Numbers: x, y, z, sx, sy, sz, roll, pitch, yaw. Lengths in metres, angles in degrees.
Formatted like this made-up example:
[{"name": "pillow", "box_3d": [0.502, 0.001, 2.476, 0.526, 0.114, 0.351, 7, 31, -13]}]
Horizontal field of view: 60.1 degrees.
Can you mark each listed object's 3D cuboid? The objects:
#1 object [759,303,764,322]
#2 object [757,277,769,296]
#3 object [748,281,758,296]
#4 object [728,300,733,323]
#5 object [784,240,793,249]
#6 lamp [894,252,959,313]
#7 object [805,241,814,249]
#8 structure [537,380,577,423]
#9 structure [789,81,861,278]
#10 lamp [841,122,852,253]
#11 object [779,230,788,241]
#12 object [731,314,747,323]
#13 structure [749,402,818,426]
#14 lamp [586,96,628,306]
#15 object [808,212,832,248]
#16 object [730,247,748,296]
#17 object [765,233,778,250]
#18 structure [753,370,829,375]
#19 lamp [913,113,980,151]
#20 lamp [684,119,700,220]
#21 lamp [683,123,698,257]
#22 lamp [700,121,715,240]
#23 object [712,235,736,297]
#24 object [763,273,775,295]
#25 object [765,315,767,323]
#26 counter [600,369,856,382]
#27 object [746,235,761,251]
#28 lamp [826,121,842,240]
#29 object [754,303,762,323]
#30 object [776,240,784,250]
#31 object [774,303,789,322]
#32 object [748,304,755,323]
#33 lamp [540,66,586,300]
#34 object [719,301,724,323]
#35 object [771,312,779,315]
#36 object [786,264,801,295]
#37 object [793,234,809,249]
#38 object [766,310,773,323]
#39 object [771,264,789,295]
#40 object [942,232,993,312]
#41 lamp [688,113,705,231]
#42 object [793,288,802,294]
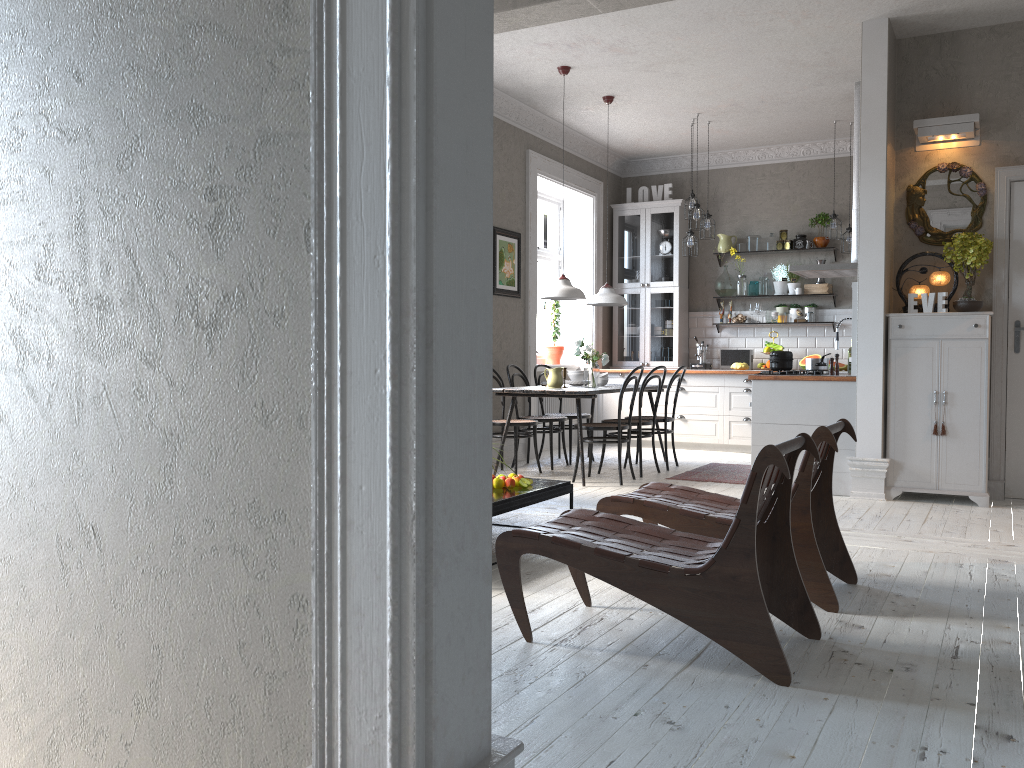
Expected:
[{"name": "object", "box_3d": [2.748, -0.783, 9.819, 0.081, 0.217, 0.082, 1, 2, 14]}, {"name": "object", "box_3d": [2.761, -1.070, 9.727, 0.127, 0.206, 0.122, -1, 2, -39]}, {"name": "object", "box_3d": [2.697, -1.058, 9.864, 0.123, 0.172, 0.128, 1, 2, 32]}, {"name": "object", "box_3d": [2.459, -0.809, 9.957, 0.062, 0.264, 0.052, -1, 2, -26]}, {"name": "object", "box_3d": [3.004, -1.504, 9.623, 0.081, 0.113, 0.084, 2, 2, 38]}, {"name": "lamp", "box_3d": [2.920, -0.652, 6.243, 0.440, 0.558, 0.175, 1, 2, 36]}, {"name": "object", "box_3d": [3.185, -1.490, 9.473, 0.092, 0.096, 0.076, 1, 2, 29]}, {"name": "structure", "box_3d": [0.430, 0.183, 9.446, 0.146, 0.428, 1.244, 1, 2, 27]}, {"name": "structure", "box_3d": [2.827, -1.749, 7.619, 0.700, 1.595, 0.724, 1, 2, 28]}, {"name": "lamp", "box_3d": [3.330, -2.163, 8.716, 0.147, 1.735, 0.146, 0, 2, 0]}, {"name": "object", "box_3d": [2.954, -1.616, 9.636, 0.082, 0.113, 0.083, 0, 2, 8]}, {"name": "object", "box_3d": [2.536, -0.731, 9.890, 0.176, 0.111, 0.096, 0, 2, 5]}, {"name": "structure", "box_3d": [2.194, 0.277, 6.798, 0.607, 0.623, 0.633, 1, 2, 28]}, {"name": "lamp", "box_3d": [0.856, -1.635, 7.935, 0.372, 1.858, 0.387, 1, 2, 36]}, {"name": "object", "box_3d": [3.317, -1.640, 9.459, 0.246, 0.397, 0.255, -1, 2, -37]}, {"name": "object", "box_3d": [2.504, -1.243, 9.795, 0.189, 0.540, 0.284, 1, 2, 20]}, {"name": "object", "box_3d": [2.876, -1.562, 9.810, 0.141, 0.220, 0.138, 0, 2, -12]}, {"name": "structure", "box_3d": [2.175, -0.088, 6.804, 0.487, 0.031, 0.616, 1, 2, 28]}, {"name": "lamp", "box_3d": [3.044, -1.759, 6.204, 0.408, 0.171, 0.223, 1, 2, 28]}, {"name": "lamp", "box_3d": [1.758, -2.475, 8.602, 0.145, 1.735, 0.148, 1, 2, 15]}, {"name": "lamp", "box_3d": [1.777, -2.140, 8.783, 0.147, 1.735, 0.146, 0, 2, -5]}, {"name": "lamp", "box_3d": [1.928, -2.295, 8.696, 0.145, 1.735, 0.148, 1, 2, 15]}, {"name": "object", "box_3d": [2.374, -1.315, 9.912, 0.335, 0.674, 0.337, 0, 2, -3]}, {"name": "object", "box_3d": [2.855, -1.102, 9.850, 0.129, 0.264, 0.134, 1, 2, 34]}, {"name": "object", "box_3d": [2.836, -0.715, 9.796, 0.079, 0.083, 0.076, -1, 2, -44]}, {"name": "counter", "box_3d": [1.886, -0.103, 8.445, 3.106, 0.039, 3.450, 1, 2, 28]}, {"name": "object", "box_3d": [2.673, -1.546, 9.807, 0.175, 0.184, 0.169, 0, 2, -23]}, {"name": "lamp", "box_3d": [3.152, -2.285, 8.651, 0.149, 1.735, 0.144, -1, 2, -30]}, {"name": "object", "box_3d": [2.706, -0.781, 9.738, 0.081, 0.217, 0.082, 1, 2, 14]}, {"name": "object", "box_3d": [2.930, -1.505, 9.666, 0.081, 0.113, 0.084, 1, 2, 28]}, {"name": "object", "box_3d": [2.958, -0.781, 9.739, 0.156, 0.217, 0.157, 0, 2, 8]}, {"name": "object", "box_3d": [2.675, -0.784, 9.862, 0.081, 0.217, 0.082, 1, 2, 14]}, {"name": "lamp", "box_3d": [0.414, -1.614, 7.139, 0.385, 1.858, 0.373, -1, 2, -24]}, {"name": "object", "box_3d": [2.375, -0.811, 10.019, 0.053, 0.264, 0.061, 0, 2, 0]}, {"name": "object", "box_3d": [2.864, -0.755, 9.644, 0.076, 0.051, 0.078, 1, 2, 14]}, {"name": "object", "box_3d": [3.058, -1.153, 9.613, 0.185, 0.380, 0.168, 0, 2, -11]}, {"name": "object", "box_3d": [3.136, -1.533, 9.610, 0.139, 0.174, 0.144, 1, 2, 28]}, {"name": "object", "box_3d": [2.826, -0.741, 9.714, 0.079, 0.139, 0.079, 0, 2, 1]}, {"name": "object", "box_3d": [2.968, -1.145, 9.720, 0.239, 0.354, 0.239, -1, 2, -44]}, {"name": "object", "box_3d": [3.124, -0.760, 6.043, 0.346, 0.553, 0.292, -1, 2, -28]}, {"name": "lamp", "box_3d": [1.763, -2.339, 8.420, 0.148, 1.735, 0.145, 0, 2, -15]}, {"name": "object", "box_3d": [3.084, -0.997, 9.530, 0.064, 0.071, 0.104, -1, 2, -31]}]
